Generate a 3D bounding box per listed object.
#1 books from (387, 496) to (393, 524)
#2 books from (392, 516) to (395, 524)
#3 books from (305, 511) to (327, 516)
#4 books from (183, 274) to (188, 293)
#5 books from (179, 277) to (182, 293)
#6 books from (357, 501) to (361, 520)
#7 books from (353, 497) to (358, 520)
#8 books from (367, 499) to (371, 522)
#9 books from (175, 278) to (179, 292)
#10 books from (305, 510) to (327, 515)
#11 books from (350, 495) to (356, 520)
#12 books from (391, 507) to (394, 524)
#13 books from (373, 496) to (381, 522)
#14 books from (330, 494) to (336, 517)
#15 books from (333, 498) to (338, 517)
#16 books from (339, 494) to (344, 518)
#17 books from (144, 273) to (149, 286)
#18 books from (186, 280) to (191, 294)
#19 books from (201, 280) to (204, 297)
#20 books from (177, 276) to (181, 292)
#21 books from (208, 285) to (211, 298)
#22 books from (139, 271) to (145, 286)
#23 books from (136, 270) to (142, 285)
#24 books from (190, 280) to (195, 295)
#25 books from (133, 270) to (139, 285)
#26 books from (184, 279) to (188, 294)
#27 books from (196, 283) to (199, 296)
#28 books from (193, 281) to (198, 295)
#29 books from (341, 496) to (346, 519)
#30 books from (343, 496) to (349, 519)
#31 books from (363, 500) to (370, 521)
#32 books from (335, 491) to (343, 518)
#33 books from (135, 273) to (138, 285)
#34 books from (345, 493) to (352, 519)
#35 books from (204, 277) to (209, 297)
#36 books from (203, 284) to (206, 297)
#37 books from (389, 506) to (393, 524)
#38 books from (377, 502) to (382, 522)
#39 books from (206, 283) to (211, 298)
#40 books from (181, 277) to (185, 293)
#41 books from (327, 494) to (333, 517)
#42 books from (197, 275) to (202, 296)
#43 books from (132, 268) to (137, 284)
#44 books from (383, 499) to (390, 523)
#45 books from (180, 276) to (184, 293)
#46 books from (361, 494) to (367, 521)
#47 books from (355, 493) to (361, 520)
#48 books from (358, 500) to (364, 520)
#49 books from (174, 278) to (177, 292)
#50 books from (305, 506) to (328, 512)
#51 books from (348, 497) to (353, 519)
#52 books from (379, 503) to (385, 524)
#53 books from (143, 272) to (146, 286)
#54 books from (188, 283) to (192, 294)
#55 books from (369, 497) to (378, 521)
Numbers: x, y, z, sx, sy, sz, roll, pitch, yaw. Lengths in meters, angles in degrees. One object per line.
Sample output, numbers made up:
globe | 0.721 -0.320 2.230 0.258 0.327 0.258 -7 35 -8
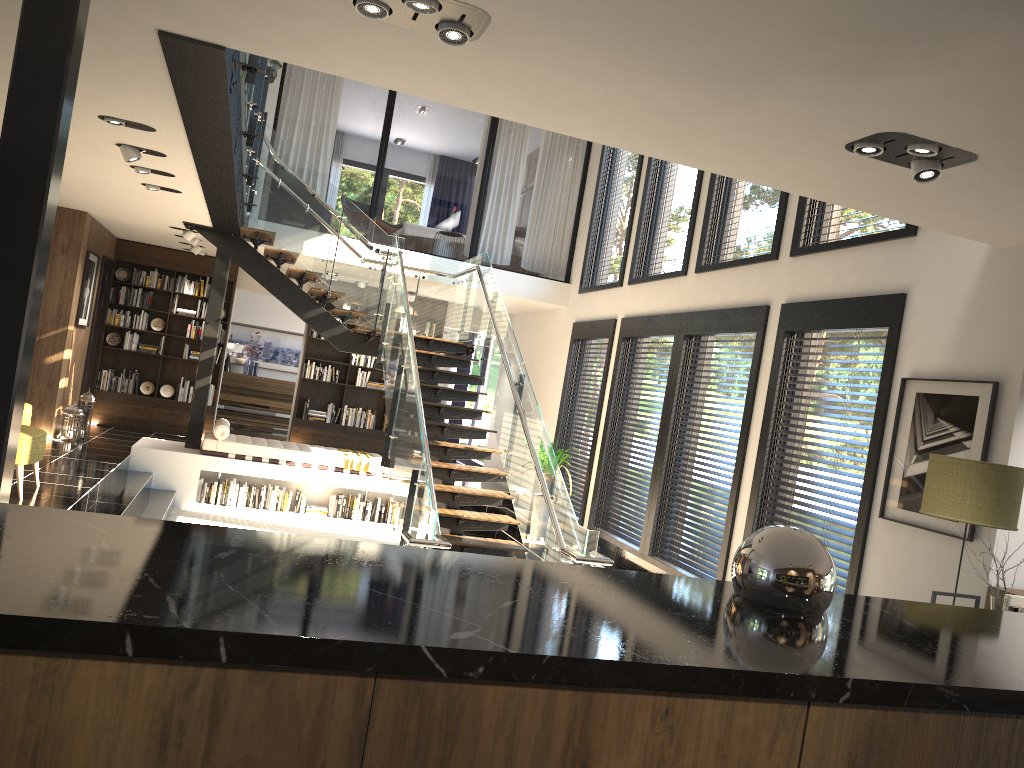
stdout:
books | -1.566 1.603 11.300 0.028 0.334 0.205 9 0 -17
books | -1.506 1.638 11.330 0.025 0.285 0.164 9 0 -17
books | -2.452 1.613 11.069 0.257 0.024 0.167 10 -1 -17
books | -4.810 -1.468 13.063 0.011 0.276 0.287 9 0 -17
books | -4.879 -1.456 13.073 0.014 0.231 0.280 9 0 -17
books | -1.947 1.595 11.227 0.026 0.226 0.132 9 0 -17
books | -1.988 1.565 11.185 0.027 0.270 0.187 9 0 -17
books | -1.822 1.600 11.225 0.019 0.256 0.186 9 0 -17
books | -4.931 -1.451 13.067 0.021 0.204 0.224 9 0 -17
books | -2.448 1.589 11.069 0.261 0.024 0.167 10 -1 -20
books | -2.005 1.554 11.157 0.026 0.287 0.204 9 0 -17
books | -1.527 1.626 11.326 0.021 0.302 0.167 9 0 -17
books | -1.716 1.590 11.272 0.027 0.312 0.189 9 0 -17
books | -2.246 1.521 11.106 0.030 0.273 0.168 9 0 -17
books | -2.228 1.548 11.130 0.027 0.226 0.165 9 0 -17
books | -2.157 1.530 11.155 0.031 0.284 0.176 9 0 -17
books | -5.346 -1.520 12.977 0.025 0.203 0.156 9 0 -17
books | -4.799 -1.430 13.139 0.027 0.207 0.202 9 0 -17
books | -4.609 -1.418 13.201 0.064 0.247 0.209 9 0 -17
books | -4.906 -1.463 13.086 0.033 0.237 0.231 9 0 -17
books | -4.496 -1.368 13.224 0.027 0.186 0.220 9 0 -17
books | -5.391 -1.534 12.939 0.059 0.216 0.159 9 0 -17
books | -5.429 -1.544 12.920 0.026 0.222 0.202 9 0 -17
books | -4.736 -1.422 13.149 0.034 0.211 0.205 9 0 -17
books | -5.465 -1.547 12.882 0.024 0.216 0.210 9 0 -17
books | -4.815 -1.437 13.116 0.019 0.216 0.214 9 0 -17
books | -4.672 -1.400 13.184 0.029 0.190 0.177 9 0 -17
books | -4.703 -1.422 13.175 0.042 0.223 0.163 9 0 -17
books | -2.123 1.544 11.139 0.029 0.268 0.173 9 0 -17
books | -2.098 1.548 11.155 0.029 0.268 0.146 9 0 -17
books | -1.848 1.597 11.217 0.036 0.253 0.177 9 0 -17
books | -2.180 1.510 11.112 0.043 0.316 0.209 9 0 -17
books | -5.460 -1.528 12.932 0.020 0.180 0.153 9 0 -17
books | -2.066 1.535 11.168 0.035 0.305 0.151 9 0 -17
books | -4.532 -1.434 13.173 0.017 0.302 0.266 9 0 -17
books | -4.569 -1.386 13.203 0.021 0.197 0.200 9 0 -17
books | -1.549 1.632 11.316 0.023 0.283 0.175 9 0 -17
books | -1.697 1.621 11.293 0.030 0.256 0.160 9 0 -17
books | -4.531 -1.390 13.240 0.037 0.218 0.144 9 0 -17
books | -4.848 -1.455 13.099 0.035 0.241 0.208 9 0 -17
books | -2.281 1.521 11.124 0.026 0.263 0.156 9 0 -17
books | -4.630 -1.451 13.149 0.015 0.303 0.251 9 0 -17
books | -5.493 -1.560 12.912 0.017 0.234 0.199 9 0 -17
books | -1.605 1.623 11.324 0.027 0.284 0.177 9 0 -17
books | -4.865 -1.458 13.073 0.013 0.239 0.255 9 0 -17
books | -1.880 1.559 11.222 0.033 0.318 0.152 9 0 -17
books | -1.963 1.541 11.212 0.029 0.326 0.152 9 0 -17
books | -1.916 1.597 11.218 0.028 0.231 0.158 9 0 -17
books | -4.964 -1.460 13.104 0.023 0.213 0.194 9 0 -17
books | -2.445 1.565 11.074 0.274 0.025 0.156 10 -1 -20
books | -2.049 1.556 11.209 0.026 0.270 0.128 9 0 -17
books | -1.661 1.641 11.272 0.032 0.229 0.228 9 0 -17
books | -5.359 -1.527 12.955 0.014 0.212 0.184 9 0 -17
books | -4.772 -1.407 13.145 0.034 0.171 0.158 9 0 -17
books | -1.766 1.591 11.272 0.066 0.294 0.142 9 0 -17
